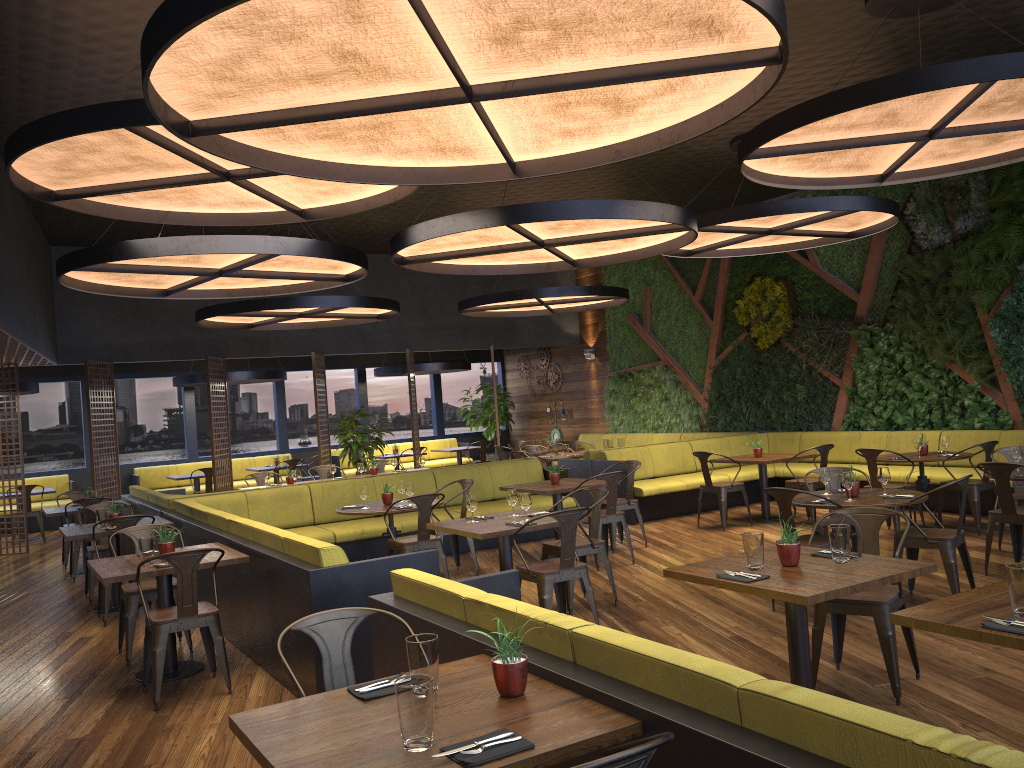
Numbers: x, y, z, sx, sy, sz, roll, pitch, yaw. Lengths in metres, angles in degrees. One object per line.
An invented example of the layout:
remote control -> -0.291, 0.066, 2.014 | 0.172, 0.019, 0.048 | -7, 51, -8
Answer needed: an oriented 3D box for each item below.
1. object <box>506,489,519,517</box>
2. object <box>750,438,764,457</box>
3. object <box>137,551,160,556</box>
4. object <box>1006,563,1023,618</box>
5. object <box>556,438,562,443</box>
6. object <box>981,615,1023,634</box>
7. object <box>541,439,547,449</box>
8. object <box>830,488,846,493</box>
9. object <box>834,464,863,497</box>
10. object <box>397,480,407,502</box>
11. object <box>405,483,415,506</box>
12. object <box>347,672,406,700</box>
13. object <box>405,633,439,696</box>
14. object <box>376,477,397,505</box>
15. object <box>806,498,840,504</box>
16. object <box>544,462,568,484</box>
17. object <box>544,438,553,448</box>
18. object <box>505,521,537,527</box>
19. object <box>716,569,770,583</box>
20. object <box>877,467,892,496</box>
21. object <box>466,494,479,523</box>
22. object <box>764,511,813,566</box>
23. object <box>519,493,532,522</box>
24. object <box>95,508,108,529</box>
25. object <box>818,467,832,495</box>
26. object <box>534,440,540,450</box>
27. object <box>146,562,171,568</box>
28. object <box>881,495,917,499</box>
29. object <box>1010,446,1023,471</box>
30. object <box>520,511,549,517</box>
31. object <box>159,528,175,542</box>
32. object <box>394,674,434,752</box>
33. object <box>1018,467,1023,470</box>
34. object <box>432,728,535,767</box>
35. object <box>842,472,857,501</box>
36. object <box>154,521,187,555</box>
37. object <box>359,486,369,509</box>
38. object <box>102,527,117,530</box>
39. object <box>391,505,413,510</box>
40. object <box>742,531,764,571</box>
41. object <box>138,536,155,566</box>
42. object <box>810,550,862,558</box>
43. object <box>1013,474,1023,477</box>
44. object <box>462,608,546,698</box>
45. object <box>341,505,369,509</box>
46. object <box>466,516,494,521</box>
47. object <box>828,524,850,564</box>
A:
object -> 0.007, 0.929, 6.930 | 0.097, 0.206, 0.097 | -3, -1, -31
object -> 2.969, 0.752, 10.762 | 0.260, 0.271, 0.238 | -4, -1, 8
object -> -2.519, 1.191, 6.289 | 0.255, 0.019, 0.157 | -3, -1, -31
object -> 1.828, 0.737, 3.167 | 0.102, 0.178, 0.102 | -5, -1, 35
object -> 0.829, 1.044, 15.578 | 0.102, 0.178, 0.102 | -4, -1, 5
object -> 1.724, 0.822, 3.040 | 0.157, 0.019, 0.255 | -3, -1, -31
object -> 0.579, 1.065, 15.727 | 0.102, 0.178, 0.102 | -4, -1, 5
object -> 2.589, 0.837, 6.962 | 0.157, 0.019, 0.255 | -4, -1, 12
object -> 2.525, 0.706, 6.628 | 0.260, 0.271, 0.238 | -4, -1, 8
object -> -1.069, 1.039, 8.609 | 0.097, 0.206, 0.097 | -4, -1, 8
object -> -0.947, 1.023, 8.244 | 0.097, 0.206, 0.097 | -4, -1, -6
object -> -0.395, 0.973, 2.880 | 0.255, 0.019, 0.157 | -3, -1, -31
object -> -0.276, 0.882, 2.771 | 0.102, 0.178, 0.102 | -5, -2, 45
object -> -1.194, 1.009, 8.416 | 0.238, 0.271, 0.260 | -4, -1, -9
object -> 2.287, 0.850, 6.488 | 0.255, 0.019, 0.157 | -3, -1, -33
object -> 0.450, 0.905, 9.238 | 0.260, 0.271, 0.238 | -4, -1, 4
object -> 0.651, 1.010, 15.546 | 0.238, 0.271, 0.260 | -4, -1, -9
object -> 0.054, 1.011, 6.435 | 0.157, 0.019, 0.255 | -3, -1, -31
object -> 1.063, 0.891, 4.148 | 0.157, 0.019, 0.255 | -3, -1, -31
object -> 2.770, 0.723, 6.601 | 0.097, 0.206, 0.097 | -4, -1, 11
object -> -0.303, 0.948, 6.753 | 0.097, 0.206, 0.097 | -3, -1, -39
object -> 1.336, 0.748, 4.315 | 0.238, 0.271, 0.260 | -4, -1, 8
object -> 0.103, 0.916, 6.602 | 0.097, 0.206, 0.097 | -3, -1, -39
object -> -3.755, 1.235, 8.123 | 0.102, 0.178, 0.102 | -5, -2, 45
object -> 2.430, 0.753, 6.878 | 0.097, 0.206, 0.097 | -4, -1, -24
object -> 0.444, 1.072, 15.556 | 0.102, 0.178, 0.102 | -5, -2, 45
object -> -2.221, 1.158, 5.726 | 0.255, 0.019, 0.157 | -3, -1, -31
object -> 2.788, 0.813, 6.425 | 0.255, 0.019, 0.157 | -5, -1, 37
object -> 4.278, 0.631, 7.515 | 0.097, 0.206, 0.097 | -4, -1, -15
object -> 0.178, 1.010, 6.873 | 0.255, 0.019, 0.157 | -3, -1, -31
object -> -2.400, 1.100, 6.181 | 0.102, 0.178, 0.102 | -5, -2, 45
object -> -0.254, 0.872, 2.348 | 0.102, 0.178, 0.102 | -4, -1, 5
object -> 4.436, 0.716, 7.598 | 0.157, 0.019, 0.255 | -4, -1, 12
object -> -0.083, 0.939, 2.293 | 0.255, 0.019, 0.157 | -3, -1, -31
object -> 2.447, 0.743, 6.440 | 0.097, 0.206, 0.097 | -5, -1, 31
object -> -2.356, 1.047, 6.017 | 0.238, 0.271, 0.260 | -4, -1, -9
object -> -1.373, 1.054, 8.248 | 0.097, 0.206, 0.097 | -4, -1, 11
object -> -3.602, 1.302, 8.042 | 0.255, 0.019, 0.157 | -3, -1, -31
object -> -1.014, 1.119, 8.084 | 0.157, 0.019, 0.255 | -4, -1, -24
object -> 1.167, 0.806, 4.275 | 0.102, 0.178, 0.102 | -5, -1, 25
object -> -2.385, 1.092, 5.794 | 0.102, 0.178, 0.102 | -4, -1, 5
object -> 1.649, 0.855, 4.461 | 0.157, 0.019, 0.255 | -3, -1, -31
object -> 4.160, 0.726, 7.111 | 0.255, 0.019, 0.157 | -3, -1, -33
object -> -0.007, 0.815, 2.733 | 0.238, 0.271, 0.260 | -4, -1, -26
object -> -1.477, 1.158, 8.380 | 0.255, 0.019, 0.157 | -4, -1, 1
object -> -0.241, 1.041, 6.916 | 0.157, 0.019, 0.255 | -3, -1, -31
object -> 1.590, 0.776, 4.297 | 0.102, 0.178, 0.102 | -4, -1, -25
